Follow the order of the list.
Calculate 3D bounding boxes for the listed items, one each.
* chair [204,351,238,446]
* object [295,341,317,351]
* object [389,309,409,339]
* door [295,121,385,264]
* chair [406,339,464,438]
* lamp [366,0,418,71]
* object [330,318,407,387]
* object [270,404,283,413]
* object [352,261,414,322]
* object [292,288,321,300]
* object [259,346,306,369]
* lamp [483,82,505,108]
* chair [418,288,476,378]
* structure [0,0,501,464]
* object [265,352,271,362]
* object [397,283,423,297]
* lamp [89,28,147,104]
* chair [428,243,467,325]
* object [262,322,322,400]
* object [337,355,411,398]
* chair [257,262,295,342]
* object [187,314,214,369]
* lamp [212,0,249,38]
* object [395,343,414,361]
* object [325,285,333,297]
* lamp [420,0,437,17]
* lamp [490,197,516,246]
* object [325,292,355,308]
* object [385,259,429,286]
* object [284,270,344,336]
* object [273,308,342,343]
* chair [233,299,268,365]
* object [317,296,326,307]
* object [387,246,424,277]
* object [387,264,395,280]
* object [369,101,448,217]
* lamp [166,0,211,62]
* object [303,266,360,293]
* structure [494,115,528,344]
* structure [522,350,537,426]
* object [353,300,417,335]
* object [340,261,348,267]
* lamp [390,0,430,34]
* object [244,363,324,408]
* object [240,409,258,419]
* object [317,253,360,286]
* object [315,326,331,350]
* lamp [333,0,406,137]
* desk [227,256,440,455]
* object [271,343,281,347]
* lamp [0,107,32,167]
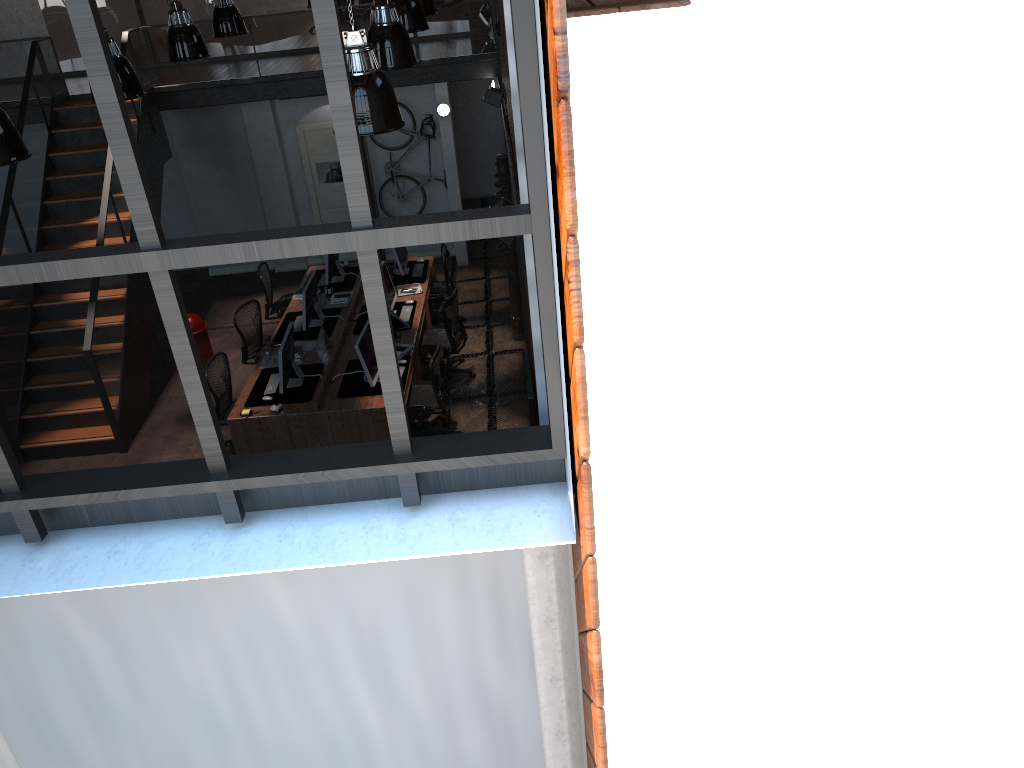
[{"bbox_3d":[-2.843,0.196,9.459,0.792,1.085,0.770,-11,29,-9],"label":"chair"},{"bbox_3d":[-2.371,-0.432,10.078,0.315,0.002,0.246,2,30,14],"label":"object"},{"bbox_3d":[-1.372,-0.714,10.003,0.304,0.380,0.417,-19,31,-23],"label":"object"},{"bbox_3d":[-2.679,-2.991,13.975,1.013,2.268,0.064,-6,29,1],"label":"door"},{"bbox_3d":[-0.948,0.122,9.242,0.792,1.085,0.770,-11,29,-9],"label":"chair"},{"bbox_3d":[-1.108,-3.685,6.827,0.445,2.372,0.445,1,29,11],"label":"lamp"},{"bbox_3d":[-1.414,-0.291,9.079,0.811,0.578,0.663,-24,33,-29],"label":"object"},{"bbox_3d":[-2.341,0.236,8.798,0.106,0.063,0.082,3,30,16],"label":"object"},{"bbox_3d":[-1.449,-1.060,10.477,0.642,0.578,0.772,22,39,40],"label":"object"},{"bbox_3d":[-2.659,-1.167,11.396,0.363,0.065,0.325,7,31,22],"label":"object"},{"bbox_3d":[-2.539,-0.309,9.786,0.478,0.098,0.319,-6,29,-1],"label":"object"},{"bbox_3d":[-0.208,-3.330,10.236,0.262,0.260,0.328,-6,29,0],"label":"lamp"},{"bbox_3d":[-0.873,-0.552,10.450,0.792,1.085,0.770,-6,29,0],"label":"chair"},{"bbox_3d":[-4.941,-2.018,11.534,10.620,4.603,5.793,-6,29,1],"label":"structure"},{"bbox_3d":[-2.716,-0.310,9.857,0.054,0.064,0.159,-11,29,-10],"label":"object"},{"bbox_3d":[-1.289,-1.188,11.191,0.316,0.060,0.229,-9,29,-6],"label":"object"},{"bbox_3d":[-3.477,-3.487,7.037,0.445,2.372,0.445,6,31,20],"label":"lamp"},{"bbox_3d":[-1.052,-1.261,11.769,0.792,1.085,0.770,-16,30,-18],"label":"chair"},{"bbox_3d":[-2.278,-0.243,9.146,0.610,0.573,0.714,-6,29,0],"label":"object"},{"bbox_3d":[-1.429,-0.086,9.272,0.687,0.008,0.848,-5,29,2],"label":"object"},{"bbox_3d":[-3.008,-1.103,11.845,0.792,1.085,0.770,-16,30,-18],"label":"chair"},{"bbox_3d":[-4.093,-0.566,11.442,0.414,0.707,0.414,21,39,39],"label":"object"},{"bbox_3d":[-3.641,-5.426,10.581,0.445,2.372,0.445,-7,29,-2],"label":"lamp"},{"bbox_3d":[-1.300,-0.341,9.681,0.304,0.017,0.467,6,31,21],"label":"object"},{"bbox_3d":[-2.336,-1.192,11.321,0.078,0.138,0.099,3,30,16],"label":"object"},{"bbox_3d":[-1.269,-5.654,10.555,0.445,2.372,0.445,-26,35,-32],"label":"lamp"},{"bbox_3d":[-0.046,-1.160,6.275,0.283,0.287,0.328,-6,29,0],"label":"lamp"},{"bbox_3d":[-2.163,-1.065,11.154,0.304,0.017,0.467,-2,29,7],"label":"object"},{"bbox_3d":[-1.466,-1.474,11.794,0.687,0.008,0.848,-5,29,2],"label":"object"},{"bbox_3d":[-2.449,-0.929,10.423,0.735,0.576,0.654,-29,36,-35],"label":"object"},{"bbox_3d":[-2.434,-0.709,10.586,0.687,0.008,0.848,-5,29,2],"label":"object"},{"bbox_3d":[-2.889,-0.456,10.650,0.792,1.085,0.770,-6,29,0],"label":"chair"},{"bbox_3d":[-2.438,-1.052,11.129,0.347,0.083,0.129,16,36,34],"label":"object"},{"bbox_3d":[-1.443,-1.727,11.684,0.648,0.576,0.799,21,39,40],"label":"object"},{"bbox_3d":[-1.577,-1.344,11.226,0.229,0.351,0.135,-6,29,-1],"label":"object"},{"bbox_3d":[-1.533,-3.348,13.389,1.022,1.846,0.655,-18,31,-21],"label":"object"},{"bbox_3d":[-3.560,-4.525,8.933,0.445,2.372,0.445,-26,35,-32],"label":"lamp"},{"bbox_3d":[-2.405,-1.383,11.803,0.687,0.008,0.848,-5,29,2],"label":"object"},{"bbox_3d":[0.058,-1.848,10.928,0.500,2.745,1.003,-3,29,6],"label":"structure"},{"bbox_3d":[0.189,0.168,9.020,0.073,0.628,1.064,-6,29,1],"label":"structure"},{"bbox_3d":[-1.505,-0.799,10.577,0.687,0.008,0.848,-5,29,2],"label":"object"},{"bbox_3d":[-2.315,-1.652,12.216,0.106,0.063,0.082,-21,32,-25],"label":"object"},{"bbox_3d":[-1.199,-4.763,8.792,0.445,2.372,0.445,15,35,33],"label":"lamp"},{"bbox_3d":[-2.368,0.005,9.280,0.687,0.008,0.848,-5,29,2],"label":"object"},{"bbox_3d":[-2.632,0.283,8.805,0.154,0.026,0.158,22,39,40],"label":"object"},{"bbox_3d":[-2.389,-1.629,11.687,0.586,0.581,0.692,-29,36,-35],"label":"object"},{"bbox_3d":[-2.145,-0.546,9.913,0.165,0.320,0.178,-1,29,8],"label":"object"},{"bbox_3d":[-0.980,-2.604,4.869,0.445,2.372,0.445,-7,29,-2],"label":"lamp"},{"bbox_3d":[-1.924,-0.426,10.670,1.748,0.840,4.117,-4,29,2],"label":"desk"},{"bbox_3d":[-2.651,-0.456,10.146,0.215,0.031,0.089,-6,29,1],"label":"object"},{"bbox_3d":[-3.358,-2.431,4.995,0.445,2.372,0.445,-29,36,-36],"label":"lamp"}]
